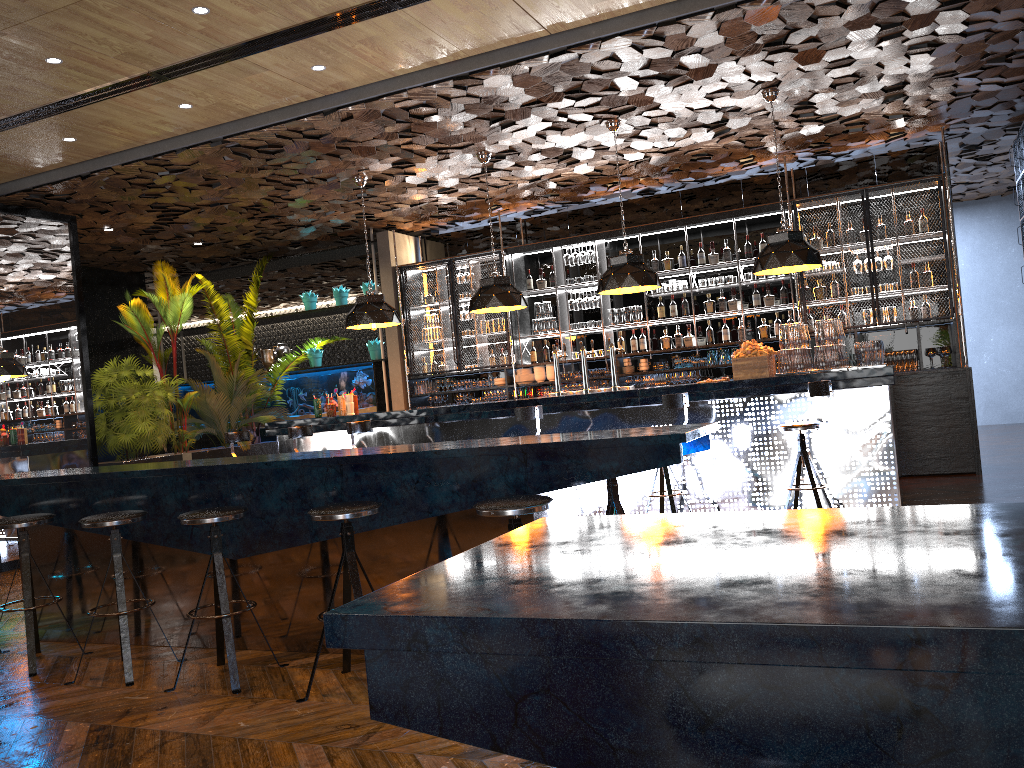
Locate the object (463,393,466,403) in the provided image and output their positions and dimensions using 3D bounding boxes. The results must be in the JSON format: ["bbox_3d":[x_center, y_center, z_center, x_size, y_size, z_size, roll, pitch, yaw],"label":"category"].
[{"bbox_3d":[-0.641,0.233,11.826,0.077,0.229,0.088,-6,-1,40],"label":"object"}]

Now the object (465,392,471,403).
[{"bbox_3d":[-0.581,0.226,11.704,0.088,0.229,0.077,-6,-1,24],"label":"object"}]

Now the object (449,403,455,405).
[{"bbox_3d":[-0.793,0.310,11.722,0.093,0.101,0.093,-5,-1,-13],"label":"object"}]

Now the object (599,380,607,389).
[{"bbox_3d":[1.127,0.063,10.887,0.092,0.218,0.092,-5,-1,-15],"label":"object"}]

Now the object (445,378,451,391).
[{"bbox_3d":[-0.844,0.011,11.711,0.087,0.170,0.087,-5,-1,-15],"label":"object"}]

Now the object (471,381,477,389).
[{"bbox_3d":[-0.498,0.011,11.576,0.078,0.103,0.078,-5,-1,-23],"label":"object"}]

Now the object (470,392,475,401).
[{"bbox_3d":[-0.527,0.222,11.815,0.088,0.229,0.077,-6,-1,25],"label":"object"}]

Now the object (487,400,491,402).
[{"bbox_3d":[-0.320,0.244,11.786,0.065,0.146,0.074,-5,-1,-44],"label":"object"}]

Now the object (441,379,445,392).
[{"bbox_3d":[-0.928,0.020,11.891,0.087,0.170,0.087,-5,-1,-15],"label":"object"}]

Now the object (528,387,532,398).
[{"bbox_3d":[0.243,0.145,11.374,0.073,0.229,0.073,-6,-1,13],"label":"object"}]

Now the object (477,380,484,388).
[{"bbox_3d":[-0.411,0.004,11.529,0.078,0.099,0.078,-5,-1,-9],"label":"object"}]

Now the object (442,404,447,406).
[{"bbox_3d":[-0.892,0.320,11.766,0.093,0.101,0.093,-5,-1,-8],"label":"object"}]

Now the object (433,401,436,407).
[{"bbox_3d":[-1.036,0.272,11.952,0.091,0.227,0.091,-5,-1,-26],"label":"object"}]

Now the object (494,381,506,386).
[{"bbox_3d":[-0.128,-0.005,11.481,0.211,0.060,0.209,-5,-1,-16],"label":"object"}]

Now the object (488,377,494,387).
[{"bbox_3d":[-0.270,-0.025,11.566,0.074,0.131,0.074,-6,-1,37],"label":"object"}]

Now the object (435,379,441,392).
[{"bbox_3d":[-0.977,0.024,11.783,0.087,0.170,0.087,-5,-1,-15],"label":"object"}]

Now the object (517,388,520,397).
[{"bbox_3d":[0.111,0.159,11.496,0.073,0.229,0.073,-6,-1,13],"label":"object"}]

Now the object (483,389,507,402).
[{"bbox_3d":[-0.188,0.189,11.542,0.376,0.227,0.186,-6,-1,22],"label":"object"}]

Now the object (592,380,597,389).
[{"bbox_3d":[1.024,0.068,10.900,0.071,0.226,0.071,-5,-1,-4],"label":"object"}]

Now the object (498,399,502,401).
[{"bbox_3d":[-0.108,0.184,11.721,0.376,0.227,0.186,-6,-1,22],"label":"object"}]

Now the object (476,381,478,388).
[{"bbox_3d":[-0.485,0.011,11.662,0.078,0.103,0.078,-5,-1,-23],"label":"object"}]

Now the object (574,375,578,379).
[{"bbox_3d":[0.794,-0.090,11.039,0.044,0.048,0.049,-5,-1,-23],"label":"object"}]

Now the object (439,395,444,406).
[{"bbox_3d":[-0.954,0.264,11.908,0.091,0.227,0.091,-5,-1,-13],"label":"object"}]

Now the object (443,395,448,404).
[{"bbox_3d":[-0.903,0.261,12.013,0.091,0.227,0.091,-5,-1,-13],"label":"object"}]

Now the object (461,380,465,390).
[{"bbox_3d":[-0.653,0.012,11.788,0.081,0.132,0.081,-5,-1,-4],"label":"object"}]

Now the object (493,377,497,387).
[{"bbox_3d":[-0.225,-0.027,11.740,0.074,0.131,0.074,-6,-1,37],"label":"object"}]

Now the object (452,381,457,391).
[{"bbox_3d":[-0.754,0.021,11.758,0.081,0.132,0.081,-5,-1,-4],"label":"object"}]

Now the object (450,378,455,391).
[{"bbox_3d":[-0.803,0.009,11.951,0.087,0.170,0.087,-5,-1,-15],"label":"object"}]

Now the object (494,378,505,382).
[{"bbox_3d":[-0.131,-0.046,11.481,0.209,0.060,0.211,-5,-1,-21],"label":"object"}]

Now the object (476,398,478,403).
[{"bbox_3d":[-0.456,0.256,11.726,0.065,0.146,0.074,-6,-1,36],"label":"object"}]

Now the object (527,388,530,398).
[{"bbox_3d":[0.219,0.148,11.456,0.073,0.229,0.073,-6,-1,13],"label":"object"}]

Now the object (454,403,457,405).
[{"bbox_3d":[-0.755,0.308,11.821,0.093,0.101,0.093,-5,-1,-45],"label":"object"}]

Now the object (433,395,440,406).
[{"bbox_3d":[-0.998,0.268,11.814,0.091,0.227,0.091,-5,-1,-43],"label":"object"}]

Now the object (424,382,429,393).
[{"bbox_3d":[-1.148,0.049,11.874,0.051,0.152,0.058,-6,-1,29],"label":"object"}]

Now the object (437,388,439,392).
[{"bbox_3d":[-1.028,0.040,12.145,0.051,0.152,0.058,-5,-1,-15],"label":"object"}]

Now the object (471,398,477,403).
[{"bbox_3d":[-0.497,0.259,11.631,0.074,0.146,0.065,-5,-1,1],"label":"object"}]

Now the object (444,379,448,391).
[{"bbox_3d":[-0.863,0.013,11.819,0.087,0.170,0.087,-5,-1,-15],"label":"object"}]

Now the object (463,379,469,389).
[{"bbox_3d":[-0.598,0.006,11.619,0.074,0.131,0.074,-6,-1,37],"label":"object"}]

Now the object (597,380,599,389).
[{"bbox_3d":[1.057,0.066,10.974,0.071,0.226,0.071,-5,-1,-4],"label":"object"}]

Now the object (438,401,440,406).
[{"bbox_3d":[-0.988,0.269,12.078,0.091,0.227,0.091,-6,-1,28],"label":"object"}]

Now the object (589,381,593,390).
[{"bbox_3d":[0.974,0.074,10.966,0.071,0.226,0.071,-5,-1,-4],"label":"object"}]

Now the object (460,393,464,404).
[{"bbox_3d":[-0.671,0.235,11.749,0.088,0.229,0.077,-5,-1,-16],"label":"object"}]

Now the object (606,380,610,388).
[{"bbox_3d":[1.186,0.058,10.980,0.092,0.218,0.092,-5,-1,-15],"label":"object"}]

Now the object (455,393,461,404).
[{"bbox_3d":[-0.709,0.238,11.666,0.088,0.229,0.077,-6,-1,38],"label":"object"}]

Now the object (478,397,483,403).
[{"bbox_3d":[-0.408,0.250,11.596,0.074,0.146,0.065,-6,-1,18],"label":"object"}]

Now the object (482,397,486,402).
[{"bbox_3d":[-0.365,0.247,11.694,0.074,0.146,0.065,-5,-1,-43],"label":"object"}]

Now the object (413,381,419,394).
[{"bbox_3d":[-1.293,0.052,11.947,0.067,0.174,0.067,-6,-1,32],"label":"object"}]

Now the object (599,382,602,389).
[{"bbox_3d":[1.107,0.066,11.043,0.092,0.218,0.092,-5,-1,-15],"label":"object"}]

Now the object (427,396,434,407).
[{"bbox_3d":[-1.082,0.276,11.854,0.091,0.227,0.091,-5,-1,-13],"label":"object"}]

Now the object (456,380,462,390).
[{"bbox_3d":[-0.699,0.015,11.677,0.081,0.132,0.081,-5,-1,-4],"label":"object"}]

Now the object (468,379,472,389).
[{"bbox_3d":[-0.560,0.004,11.697,0.074,0.131,0.074,-6,-1,37],"label":"object"}]

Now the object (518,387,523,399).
[{"bbox_3d":[0.116,0.158,11.411,0.073,0.229,0.073,-6,-1,13],"label":"object"}]

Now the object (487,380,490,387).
[{"bbox_3d":[-0.327,-0.001,11.784,0.078,0.099,0.078,-5,-1,-9],"label":"object"}]

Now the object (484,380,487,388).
[{"bbox_3d":[-0.365,0.002,11.709,0.078,0.099,0.078,-5,-1,-9],"label":"object"}]

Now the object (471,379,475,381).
[{"bbox_3d":[-0.525,0.001,11.777,0.074,0.131,0.074,-6,-1,37],"label":"object"}]

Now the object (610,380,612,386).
[{"bbox_3d":[1.244,0.052,10.895,0.071,0.217,0.071,-6,-1,32],"label":"object"}]

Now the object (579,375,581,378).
[{"bbox_3d":[0.843,-0.093,11.133,0.049,0.048,0.044,-6,-1,12],"label":"object"}]
